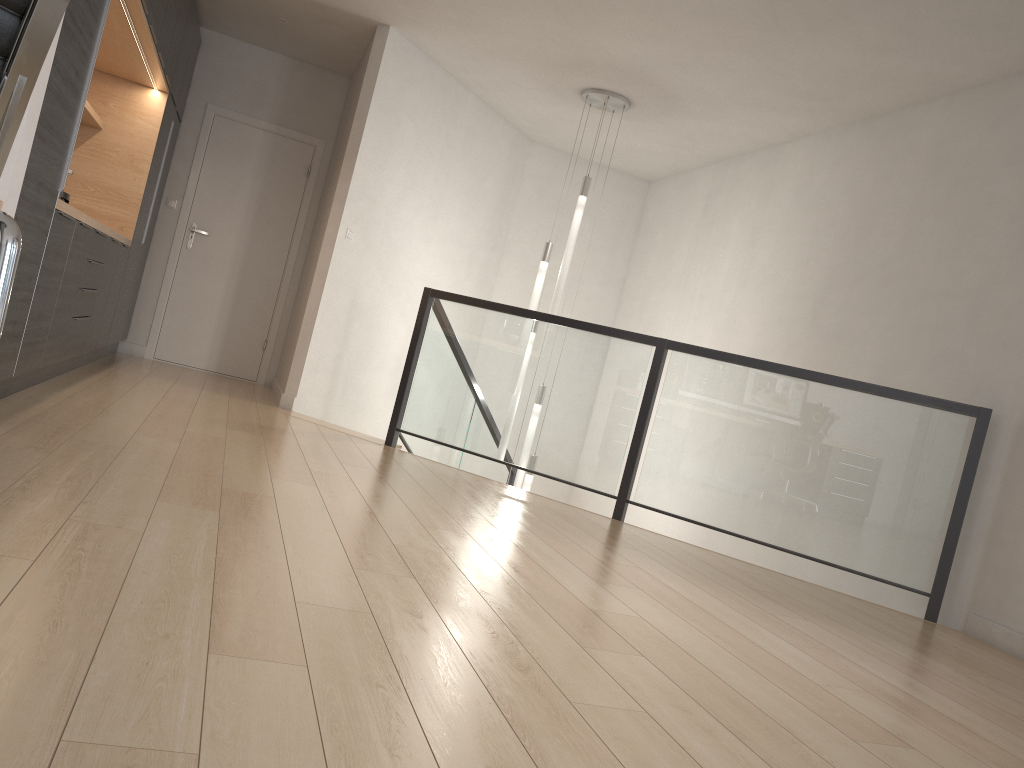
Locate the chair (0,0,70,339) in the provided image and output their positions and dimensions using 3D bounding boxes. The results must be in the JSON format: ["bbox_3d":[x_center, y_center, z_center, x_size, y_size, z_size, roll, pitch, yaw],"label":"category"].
[{"bbox_3d":[-1.019,-0.144,1.043,0.699,0.991,0.664,15,1,33],"label":"chair"}]

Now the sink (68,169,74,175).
[{"bbox_3d":[-2.641,-1.009,5.273,0.512,0.518,0.626,14,1,-18],"label":"sink"}]

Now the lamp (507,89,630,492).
[{"bbox_3d":[0.463,-1.217,6.389,0.359,6.725,0.359,15,1,19],"label":"lamp"}]

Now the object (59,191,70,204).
[{"bbox_3d":[-2.151,-1.036,3.818,0.584,0.398,0.618,14,1,-18],"label":"object"}]

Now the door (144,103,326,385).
[{"bbox_3d":[-2.285,-1.133,7.355,0.974,2.136,0.085,14,1,-18],"label":"door"}]

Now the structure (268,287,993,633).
[{"bbox_3d":[0.535,1.908,6.134,4.190,4.339,2.823,15,1,27],"label":"structure"}]
